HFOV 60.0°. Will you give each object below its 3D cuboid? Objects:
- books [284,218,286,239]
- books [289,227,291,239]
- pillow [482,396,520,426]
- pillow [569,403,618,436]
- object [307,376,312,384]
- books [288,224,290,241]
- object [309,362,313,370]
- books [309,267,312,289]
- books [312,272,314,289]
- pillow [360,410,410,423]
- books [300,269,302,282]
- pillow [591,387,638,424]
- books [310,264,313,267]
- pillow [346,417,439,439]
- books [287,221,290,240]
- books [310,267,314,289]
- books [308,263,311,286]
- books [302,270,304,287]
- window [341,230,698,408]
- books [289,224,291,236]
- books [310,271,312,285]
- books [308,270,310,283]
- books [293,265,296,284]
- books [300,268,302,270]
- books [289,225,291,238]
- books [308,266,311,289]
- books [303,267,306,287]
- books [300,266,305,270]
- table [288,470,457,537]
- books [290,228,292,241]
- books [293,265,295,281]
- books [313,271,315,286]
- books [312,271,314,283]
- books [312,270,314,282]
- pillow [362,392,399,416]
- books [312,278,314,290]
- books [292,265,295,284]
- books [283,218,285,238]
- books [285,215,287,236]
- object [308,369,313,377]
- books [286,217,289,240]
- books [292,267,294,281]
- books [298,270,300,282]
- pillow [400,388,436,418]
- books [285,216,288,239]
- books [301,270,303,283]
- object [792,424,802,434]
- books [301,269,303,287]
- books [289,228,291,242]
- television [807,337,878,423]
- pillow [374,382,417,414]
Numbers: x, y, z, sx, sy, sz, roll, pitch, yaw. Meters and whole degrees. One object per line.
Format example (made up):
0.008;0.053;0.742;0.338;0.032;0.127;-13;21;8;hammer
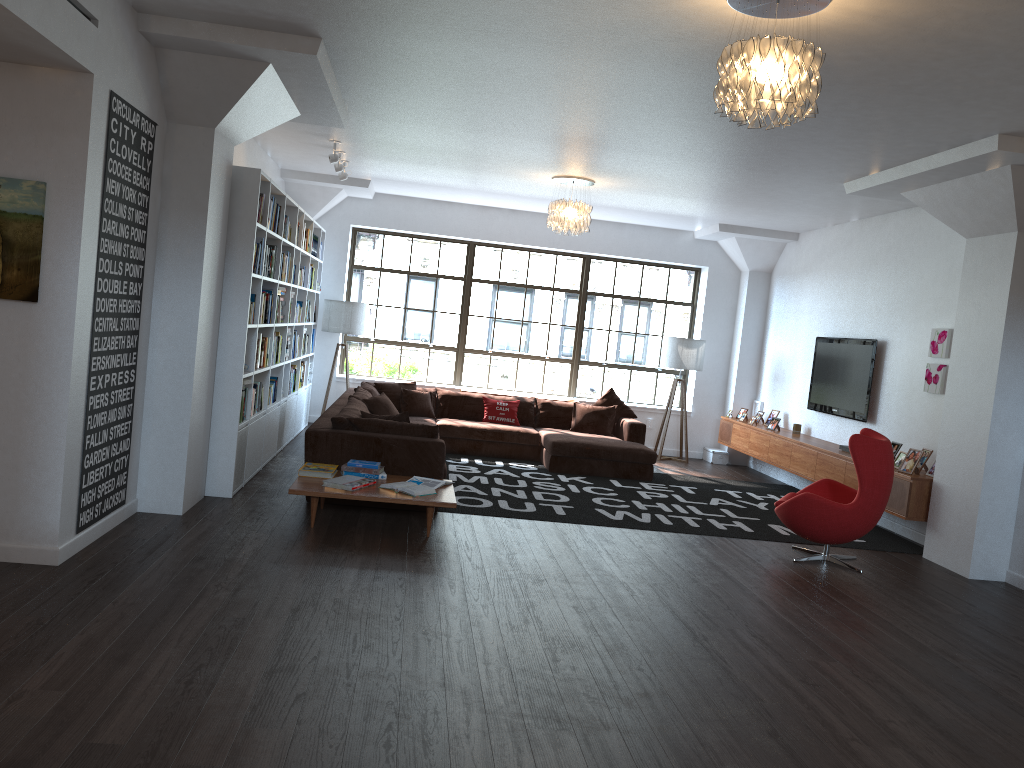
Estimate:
-2.112;-1.401;7.971;0.146;0.202;0.027;6;4;-6;books
-2.159;-1.418;8.360;0.128;0.178;0.022;6;4;-6;books
-0.128;0.326;10.493;0.465;0.308;0.220;6;4;-10;pillow
0.959;0.407;10.492;0.542;0.362;0.248;7;4;14;pillow
-2.605;-0.056;10.727;0.331;0.088;0.410;6;4;-6;object
-2.145;-1.412;8.288;0.128;0.178;0.022;6;4;-6;books
-2.594;-0.231;10.716;0.316;0.088;0.410;6;4;-6;object
-2.354;-1.202;9.966;0.183;0.253;0.034;6;4;-7;books
-2.401;-1.228;10.304;0.183;0.253;0.034;6;4;-7;books
-1.004;0.389;7.289;0.559;0.411;0.269;9;5;40;pillow
-2.306;-1.127;9.392;0.134;0.184;0.030;6;4;-6;books
1.154;0.334;10.674;0.651;0.587;0.335;4;4;-27;pillow
-2.379;-1.236;10.158;0.176;0.290;0.036;6;4;-7;books
-0.944;0.454;7.032;0.750;0.364;0.289;6;4;-7;pillow
-2.137;-1.412;8.193;0.139;0.191;0.036;6;4;-6;books
-2.368;-1.214;10.126;0.183;0.253;0.034;6;4;-7;books
-2.348;-1.215;9.888;0.176;0.290;0.053;6;4;-7;books
-2.315;-1.140;9.534;0.139;0.191;0.036;6;4;-6;books
0.141;-0.838;11.887;4.648;1.905;0.114;6;4;-6;window
-2.149;-1.414;8.309;0.128;0.178;0.021;6;4;-6;books
-2.376;-1.205;10.086;0.174;0.240;0.045;6;4;-7;books
-2.339;-1.178;9.852;0.161;0.223;0.026;6;4;-7;books
-2.237;-1.094;8.848;0.146;0.202;0.027;6;4;-6;books
-2.310;-1.139;9.460;0.127;0.200;0.020;6;4;-6;books
-2.158;-1.420;8.334;0.134;0.184;0.030;6;4;-6;books
-2.354;-1.200;9.932;0.183;0.253;0.034;6;4;-7;books
-2.330;-1.165;9.621;0.158;0.226;0.052;6;4;-6;books
-2.321;-1.164;9.573;0.140;0.231;0.042;6;4;-6;books
-0.969;0.842;6.266;1.100;0.271;0.853;6;4;-6;table
-2.150;-1.407;8.399;0.110;0.153;0.019;6;4;-6;books
-2.242;-1.093;8.820;0.146;0.202;0.027;6;4;-6;books
-2.399;-1.218;10.380;0.161;0.223;0.026;6;4;-7;books
-2.391;-1.210;10.276;0.161;0.223;0.027;6;4;-7;books
-2.384;-1.223;10.207;0.180;0.259;0.060;6;4;-7;books
-1.261;0.296;8.695;0.325;0.391;0.625;7;4;10;pillow
-2.405;-1.224;10.343;0.174;0.240;0.045;6;4;-7;books
-2.234;-1.085;8.789;0.139;0.191;0.036;6;4;-6;books
-2.099;-1.395;7.891;0.146;0.202;0.027;6;4;-6;books
-2.123;-1.422;8.054;0.140;0.231;0.042;6;4;-6;books
-2.595;-0.144;10.722;0.331;0.088;0.410;6;4;-6;object
-2.135;-1.430;8.151;0.140;0.231;0.042;6;4;-6;books
-2.229;-1.076;8.761;0.128;0.178;0.021;6;4;-6;books
-2.275;-1.105;9.194;0.126;0.173;0.032;6;4;-6;books
-1.110;0.220;10.240;0.489;0.337;0.238;4;4;-37;pillow
-2.133;-1.424;8.103;0.158;0.226;0.052;6;4;-6;books
-2.303;-1.127;9.441;0.128;0.178;0.022;6;4;-6;books
3.230;0.510;10.052;0.089;0.110;0.089;9;5;39;object
-2.313;-1.140;9.493;0.136;0.196;0.045;6;4;-6;books
-2.153;-1.416;8.380;0.109;0.171;0.018;6;4;-6;books
3.422;-0.074;9.259;0.013;0.816;1.324;6;4;-7;television
-1.307;0.175;10.313;0.580;0.418;0.334;4;4;-33;pillow
